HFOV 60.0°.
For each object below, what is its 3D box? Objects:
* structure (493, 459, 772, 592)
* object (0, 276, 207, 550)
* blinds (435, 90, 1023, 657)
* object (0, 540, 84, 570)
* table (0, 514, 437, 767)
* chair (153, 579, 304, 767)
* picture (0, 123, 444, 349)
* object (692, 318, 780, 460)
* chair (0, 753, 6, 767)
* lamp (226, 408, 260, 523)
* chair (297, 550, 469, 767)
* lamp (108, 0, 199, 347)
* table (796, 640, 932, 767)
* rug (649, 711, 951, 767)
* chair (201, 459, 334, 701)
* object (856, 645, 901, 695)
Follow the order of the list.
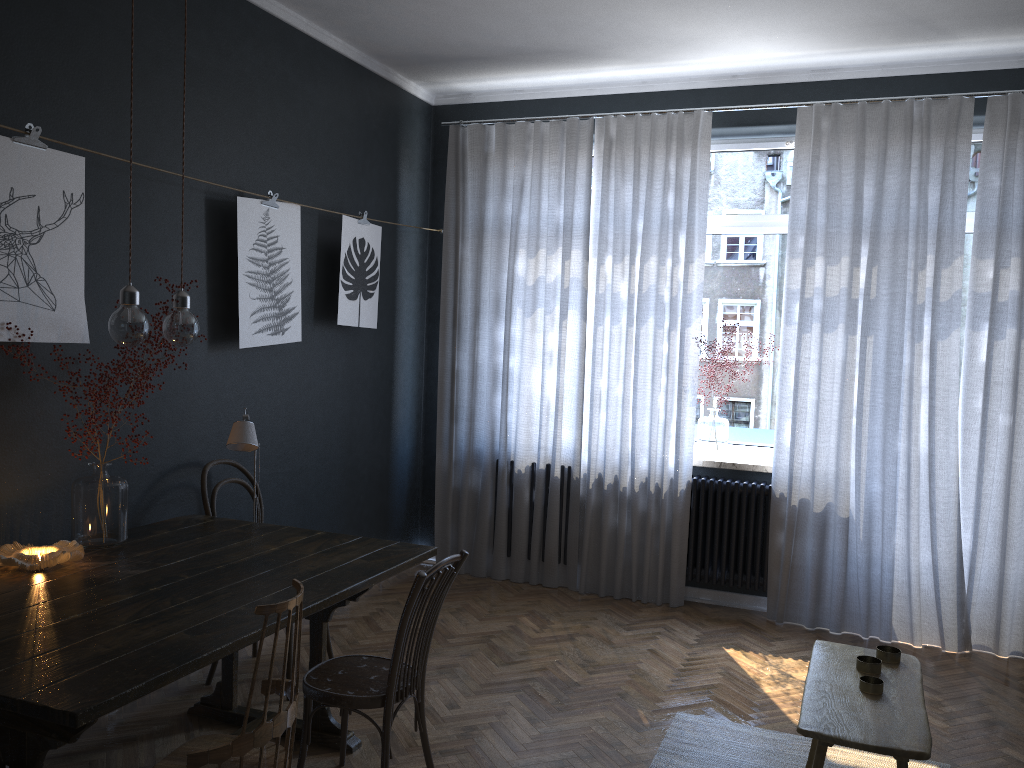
[{"bbox_3d":[0.736,0.806,5.252,1.846,0.601,0.215,4,4,21],"label":"structure"},{"bbox_3d":[-1.406,0.093,3.035,0.639,0.932,0.556,2,4,-8],"label":"object"},{"bbox_3d":[1.395,-0.105,4.875,3.991,2.792,0.312,4,4,21],"label":"blinds"},{"bbox_3d":[-1.470,0.536,2.757,0.252,0.072,0.254,4,4,28],"label":"object"},{"bbox_3d":[-1.101,0.953,2.722,1.126,0.728,1.603,4,4,21],"label":"table"},{"bbox_3d":[-0.717,0.934,2.231,0.384,0.857,0.455,3,4,7],"label":"chair"},{"bbox_3d":[-1.267,-0.530,3.629,0.058,0.772,4.454,4,3,21],"label":"picture"},{"bbox_3d":[1.191,0.034,5.060,0.514,0.810,0.598,2,4,-4],"label":"object"},{"bbox_3d":[-1.406,0.885,1.934,0.437,0.921,0.549,4,4,24],"label":"chair"},{"bbox_3d":[-1.098,0.605,3.652,0.242,1.070,0.799,1,4,-24],"label":"lamp"},{"bbox_3d":[-0.426,0.927,2.819,0.466,0.821,0.362,4,4,21],"label":"chair"},{"bbox_3d":[-0.548,-0.855,2.207,0.583,1.576,1.589,-1,5,-37],"label":"lamp"},{"bbox_3d":[0.991,1.136,2.544,0.339,0.550,0.787,4,4,21],"label":"table"},{"bbox_3d":[0.771,1.403,2.500,1.003,0.013,2.010,4,3,21],"label":"rug"},{"bbox_3d":[-1.042,0.799,3.796,0.549,0.921,0.437,4,4,19],"label":"chair"},{"bbox_3d":[1.077,0.843,2.639,0.103,0.033,0.368,4,4,32],"label":"object"}]
